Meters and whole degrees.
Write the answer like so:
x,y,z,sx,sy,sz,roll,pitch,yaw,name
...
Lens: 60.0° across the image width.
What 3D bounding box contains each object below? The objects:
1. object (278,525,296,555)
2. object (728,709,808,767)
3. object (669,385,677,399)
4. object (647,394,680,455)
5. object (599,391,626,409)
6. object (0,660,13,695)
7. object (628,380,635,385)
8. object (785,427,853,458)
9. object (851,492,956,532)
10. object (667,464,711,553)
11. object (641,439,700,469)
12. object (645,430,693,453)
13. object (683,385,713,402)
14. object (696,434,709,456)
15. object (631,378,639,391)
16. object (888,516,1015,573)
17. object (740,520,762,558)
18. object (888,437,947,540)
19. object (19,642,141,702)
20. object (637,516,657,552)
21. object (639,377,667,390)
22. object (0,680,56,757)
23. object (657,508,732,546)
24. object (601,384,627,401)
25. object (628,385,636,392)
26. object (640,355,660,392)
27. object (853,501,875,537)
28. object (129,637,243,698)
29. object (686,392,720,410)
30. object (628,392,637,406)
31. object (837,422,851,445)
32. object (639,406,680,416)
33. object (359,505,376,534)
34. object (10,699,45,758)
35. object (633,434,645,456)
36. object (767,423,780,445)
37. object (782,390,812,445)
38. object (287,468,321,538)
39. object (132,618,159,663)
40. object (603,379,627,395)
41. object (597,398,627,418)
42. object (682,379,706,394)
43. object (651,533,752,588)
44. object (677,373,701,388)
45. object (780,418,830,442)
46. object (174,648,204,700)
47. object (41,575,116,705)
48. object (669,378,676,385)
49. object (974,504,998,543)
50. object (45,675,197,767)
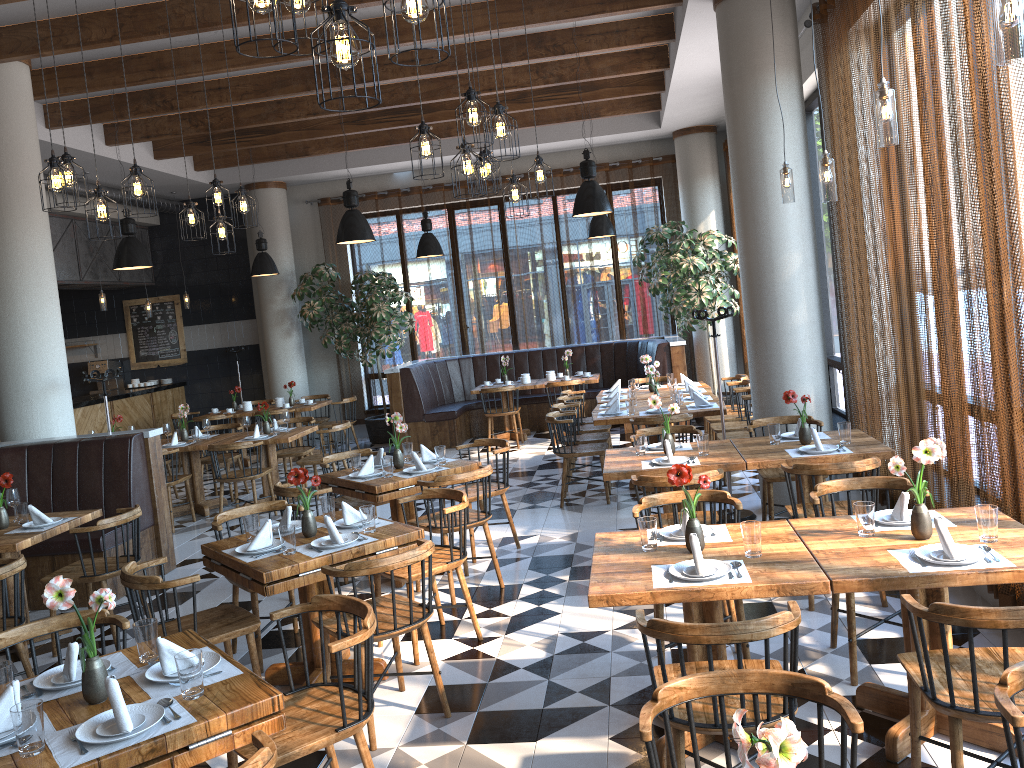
x,y,z,sx,sy,sz,roll,pitch,yaw,name
-1.073,0.749,4.243,0.080,0.132,0.080,-5,3,13,object
0.427,0.705,1.426,0.146,0.399,0.207,-6,3,0,object
1.578,0.081,8.662,0.080,0.132,0.080,-6,3,-7,object
0.996,0.262,5.778,0.207,0.399,0.146,-8,3,-28,object
0.980,0.146,8.616,0.271,0.137,0.353,-5,5,8,object
-1.580,0.935,2.737,0.080,0.132,0.080,-5,4,23,object
1.309,0.022,9.651,0.080,0.132,0.080,-6,3,-7,object
1.850,0.340,5.375,0.351,0.137,0.272,-5,5,8,object
1.633,0.508,3.727,0.351,0.137,0.272,-5,5,8,object
0.727,0.502,3.627,0.156,0.354,0.171,-7,3,-13,object
0.973,0.422,5.492,0.351,0.137,0.272,-5,5,8,object
1.035,0.369,6.020,0.351,0.137,0.272,-5,5,8,object
1.767,0.074,8.487,0.271,0.137,0.353,-5,5,8,object
1.214,0.387,5.628,0.080,0.132,0.080,-6,3,-7,object
1.361,0.008,9.749,0.080,0.132,0.080,-6,3,-7,object
1.571,0.561,3.199,0.351,0.137,0.272,-5,5,8,object
0.936,0.607,3.455,0.080,0.132,0.080,-6,3,-7,object
1.577,0.408,3.427,0.206,0.399,0.147,-5,3,11,object
-1.446,0.902,2.915,0.353,0.137,0.272,-10,6,-37,object
0.568,0.626,3.685,0.080,0.132,0.080,-6,3,-7,object
1.546,-0.027,9.898,0.351,0.137,0.272,-5,5,8,object
-1.487,0.940,2.540,0.272,0.137,0.352,-9,6,-37,object
0.756,0.590,3.845,0.351,0.137,0.272,-5,5,8,object
1.065,0.079,9.274,0.271,0.137,0.353,-5,5,8,object
1.239,0.078,9.098,0.080,0.132,0.080,-6,3,-7,object
1.489,-0.118,9.498,0.206,0.399,0.147,-6,3,6,object
1.424,0.546,3.571,0.080,0.132,0.080,-3,4,43,object
-1.071,0.867,2.868,0.272,0.137,0.352,-9,6,-37,object
1.694,0.132,7.919,0.271,0.137,0.353,-5,5,8,object
1.156,0.144,8.451,0.080,0.132,0.080,-6,3,-7,object
2.071,0.307,5.514,0.080,0.132,0.080,-4,4,33,object
1.295,0.181,7.840,0.351,0.137,0.272,-5,5,8,object
-0.731,0.689,4.509,0.080,0.132,0.080,-5,3,13,object
-1.308,0.936,2.403,0.080,0.132,0.080,-5,4,23,object
0.846,0.405,5.858,0.080,0.132,0.080,-6,3,-7,object
1.702,0.325,5.744,0.080,0.132,0.080,-4,4,33,object
1.824,0.208,5.658,0.171,0.354,0.156,-4,3,30,object
-1.066,0.606,4.581,0.156,0.354,0.171,-8,3,-27,object
-1.241,0.875,3.014,0.080,0.132,0.080,-5,4,23,object
1.138,0.021,9.846,0.271,0.137,0.353,-5,5,8,object
0.908,0.203,8.048,0.271,0.137,0.353,-5,5,8,object
1.851,0.008,9.145,0.271,0.137,0.353,-5,5,8,object
0.695,0.643,3.316,0.351,0.137,0.272,-5,5,8,object
1.928,-0.054,9.749,0.271,0.137,0.353,-5,5,8,object
1.911,0.287,5.903,0.351,0.137,0.272,-5,5,8,object
-0.967,0.876,2.668,0.080,0.132,0.080,-5,4,23,object
-1.311,0.774,2.711,0.146,0.399,0.207,-5,3,19,object
1.695,0.011,9.321,0.080,0.132,0.080,-6,3,-7,object
1.793,0.528,3.341,0.080,0.132,0.080,-3,4,43,object
-1.113,0.905,2.493,0.353,0.137,0.272,-10,6,-37,object
